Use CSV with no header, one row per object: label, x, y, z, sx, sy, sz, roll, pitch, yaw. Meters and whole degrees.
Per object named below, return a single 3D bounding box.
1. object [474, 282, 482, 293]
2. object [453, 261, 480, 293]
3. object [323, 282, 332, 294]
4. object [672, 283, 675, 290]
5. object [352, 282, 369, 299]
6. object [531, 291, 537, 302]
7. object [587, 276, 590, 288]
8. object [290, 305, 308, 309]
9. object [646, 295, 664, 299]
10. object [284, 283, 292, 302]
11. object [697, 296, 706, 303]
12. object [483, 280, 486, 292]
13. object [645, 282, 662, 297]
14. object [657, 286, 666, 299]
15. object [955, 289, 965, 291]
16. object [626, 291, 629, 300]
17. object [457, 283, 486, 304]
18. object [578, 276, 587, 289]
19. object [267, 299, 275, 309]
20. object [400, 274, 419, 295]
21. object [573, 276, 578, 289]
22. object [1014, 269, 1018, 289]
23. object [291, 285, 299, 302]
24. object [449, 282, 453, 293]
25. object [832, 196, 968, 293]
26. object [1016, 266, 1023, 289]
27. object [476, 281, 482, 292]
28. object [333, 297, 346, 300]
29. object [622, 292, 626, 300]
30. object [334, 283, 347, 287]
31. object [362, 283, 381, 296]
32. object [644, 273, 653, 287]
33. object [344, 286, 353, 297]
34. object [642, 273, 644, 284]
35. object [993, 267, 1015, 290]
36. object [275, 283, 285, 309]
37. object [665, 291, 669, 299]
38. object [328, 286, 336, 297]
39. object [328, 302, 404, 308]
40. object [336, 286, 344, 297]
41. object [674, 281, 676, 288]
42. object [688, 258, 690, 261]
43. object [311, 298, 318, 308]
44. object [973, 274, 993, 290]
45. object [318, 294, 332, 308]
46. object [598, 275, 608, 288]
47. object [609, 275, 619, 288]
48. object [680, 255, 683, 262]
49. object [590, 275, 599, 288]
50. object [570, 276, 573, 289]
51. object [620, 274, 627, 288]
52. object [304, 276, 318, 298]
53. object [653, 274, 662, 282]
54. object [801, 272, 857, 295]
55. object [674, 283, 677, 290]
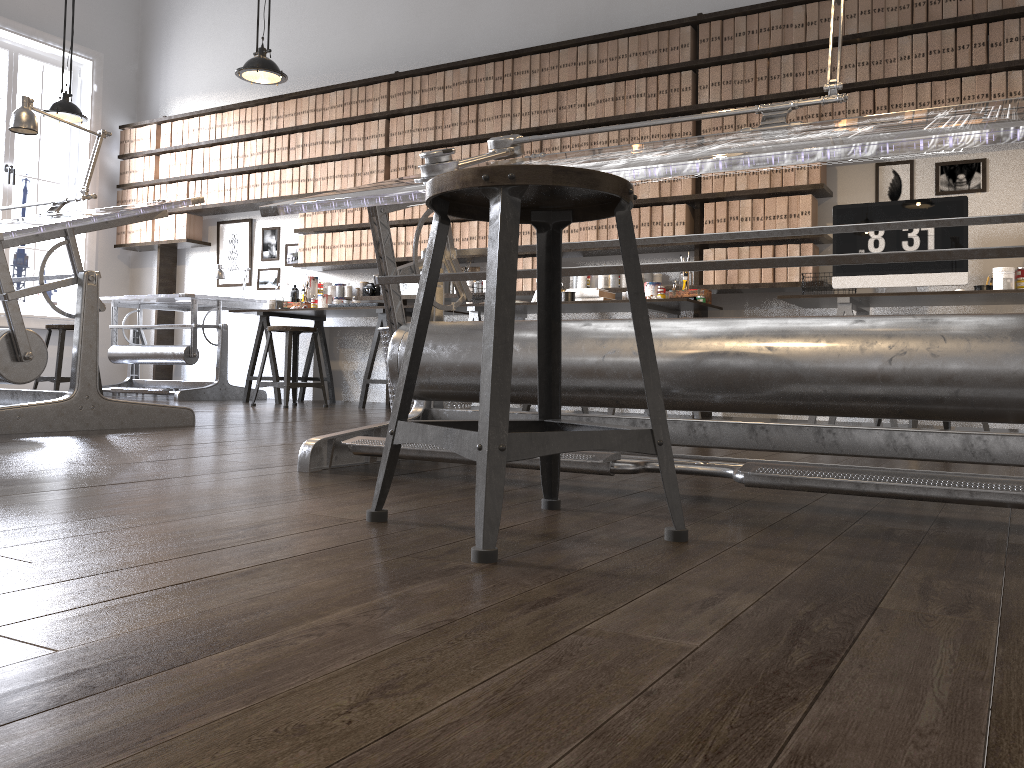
object,-0.197,-0.668,6.194,0.062,0.093,0.181,0,-1,44
object,-0.335,-0.765,6.279,0.181,0.272,0.156,1,-2,14
object,-1.441,-0.728,6.914,0.070,0.130,0.070,2,-2,-22
object,0.941,-0.536,5.216,0.040,0.130,0.005,0,-3,28
object,-1.146,-0.699,6.722,0.107,0.162,0.235,1,0,-4
object,0.177,-0.583,5.753,0.101,0.209,0.101,2,-2,-15
object,0.485,-0.665,5.763,0.045,0.128,0.044,0,-2,30
object,-1.550,-0.546,6.414,0.132,0.051,0.197,1,0,-31
object,0.817,-0.484,5.049,0.197,0.051,0.132,1,0,1
object,-1.711,-0.649,6.723,0.069,0.238,0.068,0,-2,27
object,1.069,-0.475,5.000,0.049,0.037,0.049,1,-1,33
object,-0.154,-0.683,6.126,0.095,0.128,0.094,0,-2,37
object,0.839,-0.530,5.256,0.105,0.142,0.104,0,-2,38
object,0.876,-0.515,5.189,0.049,0.112,0.049,0,-2,33
object,2.140,-0.438,4.232,0.059,0.028,0.106,1,0,27
object,0.724,-0.515,5.388,0.063,0.093,0.062,2,-2,-19
object,-0.207,-0.568,5.830,0.204,0.161,0.283,1,0,30
object,0.454,-0.665,5.709,0.062,0.119,0.062,2,-2,-10
object,-1.815,-0.585,6.682,0.068,0.104,0.068,0,-2,34
object,-0.667,-0.714,6.456,0.317,0.153,0.192,1,-1,29
object,0.428,-0.666,5.775,0.063,0.118,0.062,2,-2,-19
object,2.452,-0.487,4.355,0.095,0.143,0.097,3,-2,-43
object,-1.669,-0.645,6.796,0.069,0.230,0.068,0,-2,27
object,-0.420,-0.720,6.416,0.079,0.189,0.078,1,-2,9
object,2.009,-0.687,4.597,0.643,0.519,0.204,1,-2,30
object,2.470,-0.487,4.269,0.068,0.155,0.068,1,-2,6
object,-0.226,-0.673,6.230,0.062,0.093,0.063,1,-2,-8
object,-1.287,-0.582,6.606,0.095,0.128,0.094,0,-2,34
object,0.708,-0.516,5.452,0.062,0.094,0.062,2,-2,-19
object,-1.338,-0.715,6.899,0.094,0.128,0.095,2,-2,-30
object,-1.066,-0.703,6.642,0.171,0.109,0.091,1,-1,30
object,0.852,-0.645,5.535,0.062,0.095,0.063,2,-2,-28
object,-1.249,-0.699,6.761,0.062,0.094,0.062,1,-2,16
object,0.791,-0.646,5.509,0.062,0.096,0.062,2,-2,-28
object,2.376,-0.489,4.279,0.094,0.145,0.094,2,-2,-34
object,-1.747,-0.646,6.661,0.069,0.230,0.068,0,-2,27
object,0.931,-0.503,5.231,0.060,0.089,0.059,0,-2,34
object,-1.382,-0.703,6.795,0.062,0.094,0.062,1,-2,16
object,-0.984,-0.523,6.031,0.446,0.033,0.311,1,1,30
object,-1.315,-0.701,6.773,0.062,0.093,0.063,1,-2,16
object,0.951,-0.535,5.216,0.033,0.148,0.005,0,-3,29
object,1.016,-0.639,5.157,0.008,0.186,0.071,2,-2,-18
object,-1.459,-0.577,6.536,0.049,0.112,0.049,0,-2,26
object,2.377,-0.488,4.459,0.096,0.142,0.091,1,-2,9
object,-1.381,-0.589,6.537,0.105,0.142,0.104,1,-2,22
object,0.581,-0.662,5.640,0.062,0.119,0.062,1,-2,-2
object,0.672,-0.677,5.705,0.094,0.162,0.205,0,-1,31
object,1.002,-0.651,5.169,0.055,0.214,0.007,0,-3,37
object,0.555,-0.679,5.760,0.095,0.162,0.094,0,-2,26
object,0.412,-0.667,5.840,0.062,0.119,0.062,2,-2,-19
object,0.718,-0.659,5.641,0.062,0.119,0.062,1,-2,-2
object,-1.567,-0.748,6.902,0.106,0.177,0.107,0,-2,32
object,0.913,-0.644,5.570,0.062,0.096,0.062,2,-2,-28
object,1.725,-0.518,4.821,0.284,0.161,0.203,1,-1,22
object,0.953,-0.532,5.234,0.040,0.125,0.005,0,-3,26
